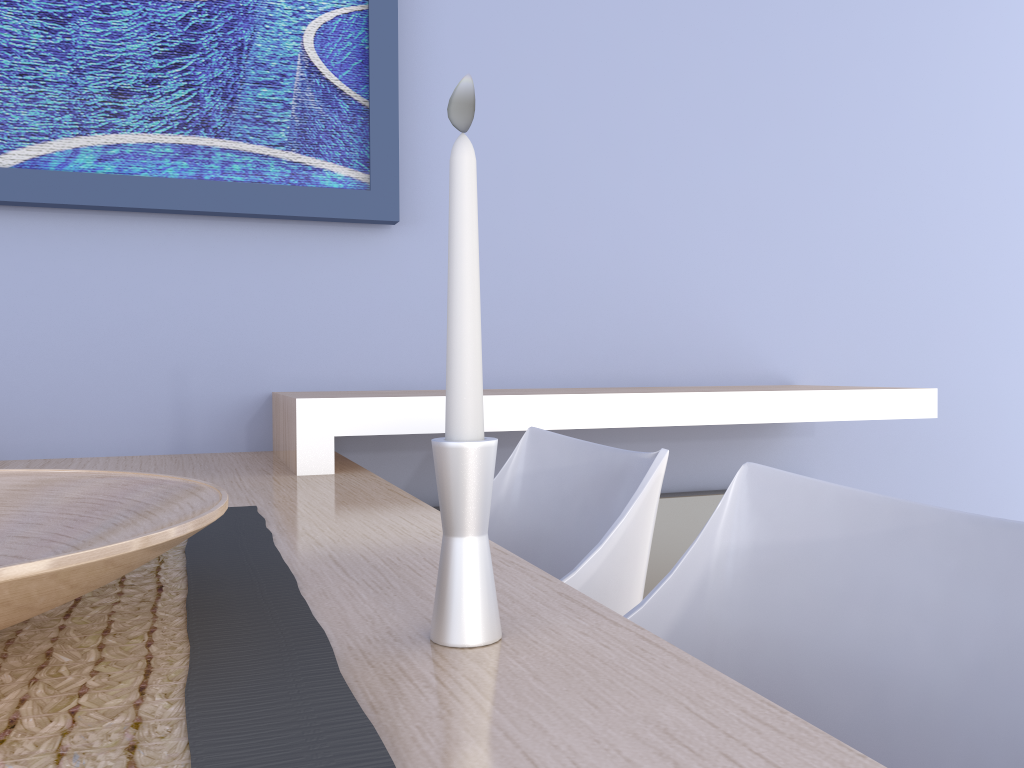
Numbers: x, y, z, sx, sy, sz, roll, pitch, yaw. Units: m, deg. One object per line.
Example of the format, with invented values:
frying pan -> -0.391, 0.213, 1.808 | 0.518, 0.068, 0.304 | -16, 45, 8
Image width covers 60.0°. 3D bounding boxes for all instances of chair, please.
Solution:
chair -> 0.147, 0.477, 0.623 | 0.486, 0.793, 0.510 | -1, 1, -19
chair -> -0.051, 0.469, 1.176 | 0.486, 0.793, 0.510 | -1, 1, -20

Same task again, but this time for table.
table -> -0.459, 0.518, 0.610 | 1.002, 0.718, 2.340 | -1, 1, -20

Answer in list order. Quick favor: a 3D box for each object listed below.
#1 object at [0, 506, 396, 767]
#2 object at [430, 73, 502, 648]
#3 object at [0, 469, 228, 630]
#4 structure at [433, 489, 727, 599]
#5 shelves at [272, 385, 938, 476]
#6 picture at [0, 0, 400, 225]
object -> -0.416, 0.159, 0.507 | 0.594, 0.005, 0.986 | -1, 1, -20
object -> -0.030, -0.018, 0.548 | 0.045, 0.349, 0.045 | -1, 1, -20
object -> -0.421, 0.116, 0.507 | 0.493, 0.081, 0.493 | 0, 1, -1
structure -> -1.029, 0.529, 1.598 | 3.843, 0.503, 0.064 | -1, 1, -20
shelves -> -1.032, 0.447, 1.404 | 3.901, 0.840, 0.463 | -1, 1, -20
picture -> -0.834, -0.782, 1.649 | 1.252, 0.901, 0.049 | -1, 1, -20
